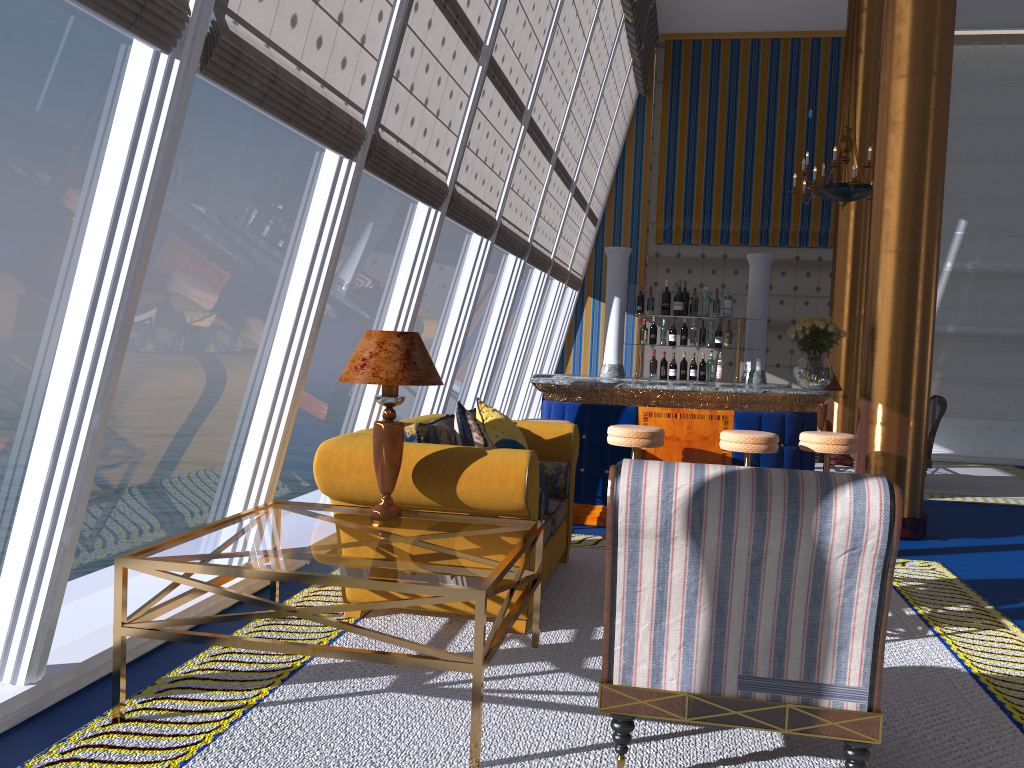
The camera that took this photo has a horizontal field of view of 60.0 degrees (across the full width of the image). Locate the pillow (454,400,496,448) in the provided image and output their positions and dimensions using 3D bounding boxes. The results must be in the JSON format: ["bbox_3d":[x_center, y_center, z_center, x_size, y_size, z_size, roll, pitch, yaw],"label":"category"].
[{"bbox_3d":[-0.160,0.398,4.505,0.280,0.619,0.692,3,3,8],"label":"pillow"}]

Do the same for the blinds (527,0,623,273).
[{"bbox_3d":[0.757,-2.914,9.315,0.871,3.396,1.369,3,3,11],"label":"blinds"}]

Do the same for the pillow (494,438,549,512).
[{"bbox_3d":[0.046,0.492,4.697,0.317,0.404,0.477,4,3,24],"label":"pillow"}]

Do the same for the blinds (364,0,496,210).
[{"bbox_3d":[-0.109,-2.765,4.885,0.871,3.396,1.369,3,3,11],"label":"blinds"}]

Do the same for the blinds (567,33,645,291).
[{"bbox_3d":[1.340,-3.014,12.295,0.871,3.396,1.369,3,3,11],"label":"blinds"}]

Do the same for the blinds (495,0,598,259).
[{"bbox_3d":[0.474,-2.866,7.867,0.871,3.396,1.369,3,3,11],"label":"blinds"}]

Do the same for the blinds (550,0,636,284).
[{"bbox_3d":[1.054,-2.965,10.834,0.871,3.396,1.369,3,3,11],"label":"blinds"}]

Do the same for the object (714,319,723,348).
[{"bbox_3d":[1.787,-0.437,7.663,0.069,0.244,0.068,2,3,-8],"label":"object"}]

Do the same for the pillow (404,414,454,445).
[{"bbox_3d":[-0.417,0.441,4.485,0.246,0.549,0.609,3,3,8],"label":"pillow"}]

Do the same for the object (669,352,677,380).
[{"bbox_3d":[1.399,-0.156,7.694,0.069,0.244,0.068,2,3,-8],"label":"object"}]

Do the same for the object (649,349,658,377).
[{"bbox_3d":[1.227,-0.180,7.685,0.071,0.242,0.071,2,3,-8],"label":"object"}]

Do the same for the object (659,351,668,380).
[{"bbox_3d":[1.320,-0.160,7.706,0.065,0.244,0.066,3,3,14],"label":"object"}]

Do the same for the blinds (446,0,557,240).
[{"bbox_3d":[0.180,-2.815,6.360,0.871,3.396,1.369,3,3,11],"label":"blinds"}]

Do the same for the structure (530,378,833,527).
[{"bbox_3d":[1.266,0.533,6.789,2.312,1.065,0.769,2,3,-1],"label":"structure"}]

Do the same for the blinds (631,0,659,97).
[{"bbox_3d":[1.790,-4.517,12.064,0.337,0.830,1.529,3,3,11],"label":"blinds"}]

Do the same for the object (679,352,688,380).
[{"bbox_3d":[1.487,-0.156,7.682,0.065,0.244,0.065,2,3,-8],"label":"object"}]

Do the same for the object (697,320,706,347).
[{"bbox_3d":[1.643,-0.439,7.666,0.072,0.232,0.071,2,3,-11],"label":"object"}]

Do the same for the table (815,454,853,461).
[{"bbox_3d":[3.868,0.834,10.436,0.971,0.369,0.909,3,3,10],"label":"table"}]

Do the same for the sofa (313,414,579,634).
[{"bbox_3d":[-0.247,0.650,4.777,0.998,0.854,1.852,3,3,11],"label":"sofa"}]

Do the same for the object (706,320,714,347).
[{"bbox_3d":[1.718,-0.436,7.675,0.059,0.230,0.058,1,3,-30],"label":"object"}]

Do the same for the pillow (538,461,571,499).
[{"bbox_3d":[0.151,0.552,5.201,0.371,0.219,0.215,3,3,10],"label":"pillow"}]

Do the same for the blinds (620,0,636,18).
[{"bbox_3d":[1.196,-4.415,9.030,0.337,0.830,1.529,3,3,11],"label":"blinds"}]

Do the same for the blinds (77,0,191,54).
[{"bbox_3d":[-0.690,-2.665,1.911,0.871,3.396,1.369,3,3,11],"label":"blinds"}]

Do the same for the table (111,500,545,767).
[{"bbox_3d":[-0.588,0.849,3.362,1.233,0.550,1.155,3,3,10],"label":"table"}]

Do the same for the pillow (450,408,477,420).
[{"bbox_3d":[-0.301,0.423,5.082,0.246,0.547,0.612,3,3,8],"label":"pillow"}]

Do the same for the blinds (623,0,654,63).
[{"bbox_3d":[1.493,-4.466,10.545,0.337,0.830,1.529,3,3,11],"label":"blinds"}]

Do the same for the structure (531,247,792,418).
[{"bbox_3d":[1.324,-0.076,7.846,2.310,2.197,0.769,2,3,1],"label":"structure"}]

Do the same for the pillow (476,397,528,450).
[{"bbox_3d":[-0.054,0.376,5.039,0.326,0.583,0.581,4,3,31],"label":"pillow"}]

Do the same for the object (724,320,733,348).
[{"bbox_3d":[1.868,-0.433,7.653,0.071,0.244,0.072,4,3,31],"label":"object"}]

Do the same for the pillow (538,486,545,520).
[{"bbox_3d":[-0.032,0.585,4.222,0.371,0.219,0.175,3,3,10],"label":"pillow"}]

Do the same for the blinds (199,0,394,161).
[{"bbox_3d":[-0.396,-2.716,3.416,0.871,3.396,1.369,3,3,11],"label":"blinds"}]

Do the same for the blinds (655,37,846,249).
[{"bbox_3d":[3.438,-3.441,12.556,2.651,2.992,0.152,3,3,10],"label":"blinds"}]
